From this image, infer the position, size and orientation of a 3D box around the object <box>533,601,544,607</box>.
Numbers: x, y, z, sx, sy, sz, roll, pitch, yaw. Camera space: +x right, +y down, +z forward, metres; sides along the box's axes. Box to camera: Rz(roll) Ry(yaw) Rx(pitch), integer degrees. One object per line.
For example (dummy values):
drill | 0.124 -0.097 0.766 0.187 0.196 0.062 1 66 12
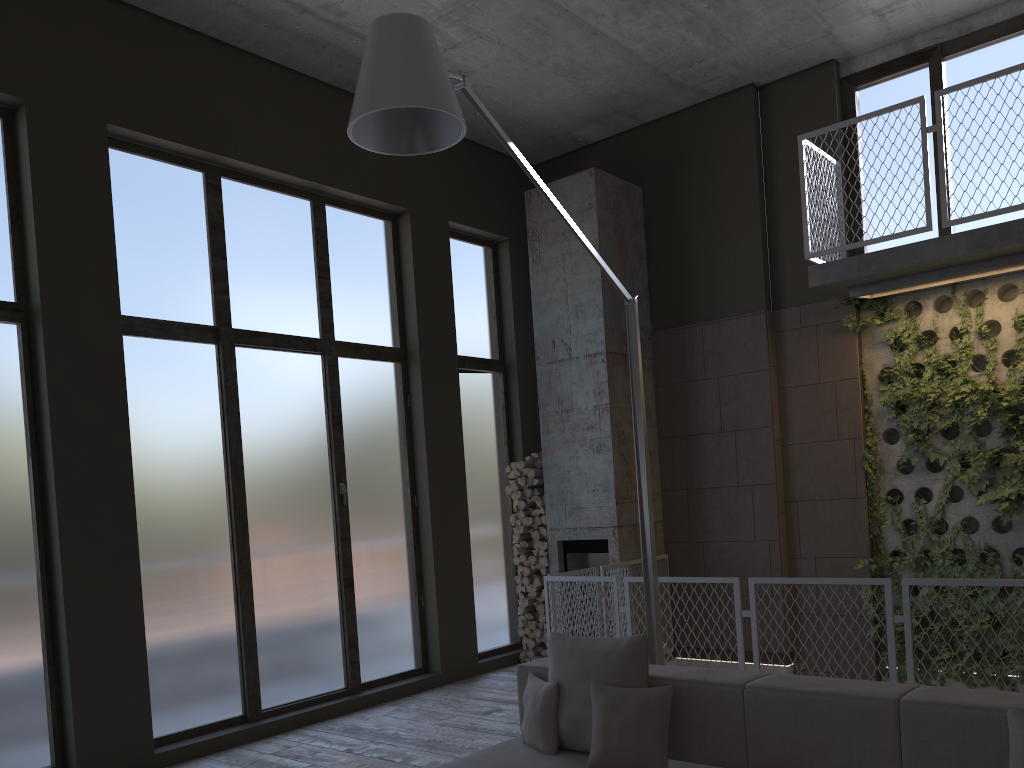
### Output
object | 0.348 2.161 8.712 0.065 0.074 0.359 -6 -7 41

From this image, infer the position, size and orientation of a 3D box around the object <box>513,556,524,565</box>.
object | 0.185 1.762 8.847 0.092 0.092 0.437 -7 -7 40

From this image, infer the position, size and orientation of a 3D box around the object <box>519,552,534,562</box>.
object | 0.253 1.721 8.794 0.091 0.089 0.455 -7 -7 40

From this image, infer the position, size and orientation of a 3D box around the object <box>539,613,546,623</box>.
object | 0.436 2.285 8.671 0.093 0.093 0.437 -6 -7 40

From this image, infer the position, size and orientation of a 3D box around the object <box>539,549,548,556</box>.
object | 0.423 1.642 8.625 0.068 0.067 0.422 -7 -7 40

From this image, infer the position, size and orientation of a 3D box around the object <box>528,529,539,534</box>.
object | 0.299 1.447 8.697 0.065 0.074 0.359 -6 -7 41

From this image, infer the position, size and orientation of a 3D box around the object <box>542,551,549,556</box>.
object | 0.392 1.635 8.511 0.063 0.048 0.250 -7 -8 38

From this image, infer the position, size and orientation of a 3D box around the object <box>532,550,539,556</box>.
object | 0.361 1.655 8.678 0.068 0.067 0.422 -7 -7 40

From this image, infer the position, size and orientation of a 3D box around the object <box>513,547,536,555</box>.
object | 0.177 1.646 8.716 0.072 0.072 0.422 -6 -7 40

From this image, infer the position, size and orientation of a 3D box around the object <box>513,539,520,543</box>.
object | 0.168 1.554 8.844 0.067 0.071 0.423 -6 -7 40

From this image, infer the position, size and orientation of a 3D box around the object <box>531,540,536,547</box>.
object | 0.344 1.568 8.726 0.102 0.086 0.362 -7 -7 40

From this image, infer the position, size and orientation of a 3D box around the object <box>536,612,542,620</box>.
object | 0.392 2.282 8.741 0.102 0.086 0.362 -7 -7 40

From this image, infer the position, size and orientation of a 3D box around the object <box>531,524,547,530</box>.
object | 0.327 1.398 8.638 0.089 0.056 0.332 -8 -8 40

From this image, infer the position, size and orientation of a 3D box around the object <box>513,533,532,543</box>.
object | 0.193 1.525 8.783 0.091 0.089 0.455 -7 -7 41

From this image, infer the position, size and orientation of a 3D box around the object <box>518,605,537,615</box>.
object | 0.242 2.239 8.797 0.091 0.089 0.455 -7 -7 41

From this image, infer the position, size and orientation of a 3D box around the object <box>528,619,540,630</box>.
object | 0.349 2.370 8.739 0.094 0.083 0.479 -7 -7 40

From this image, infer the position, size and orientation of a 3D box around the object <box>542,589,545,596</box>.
object | 0.482 2.022 8.603 0.094 0.083 0.479 -7 -7 40

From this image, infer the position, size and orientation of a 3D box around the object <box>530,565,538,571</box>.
object | 0.316 1.801 8.711 0.065 0.074 0.359 -6 -7 38

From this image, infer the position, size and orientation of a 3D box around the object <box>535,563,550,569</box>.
object | 0.390 1.774 8.642 0.123 0.067 0.363 -8 -8 40

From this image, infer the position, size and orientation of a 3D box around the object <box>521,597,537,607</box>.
object | 0.273 2.149 8.730 0.094 0.083 0.479 -7 -7 39

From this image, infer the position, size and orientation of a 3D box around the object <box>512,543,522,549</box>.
object | 0.162 1.619 8.818 0.123 0.067 0.363 -8 -8 38

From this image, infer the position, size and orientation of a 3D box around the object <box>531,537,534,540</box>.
object | 0.318 1.520 8.789 0.104 0.102 0.291 -7 -7 40

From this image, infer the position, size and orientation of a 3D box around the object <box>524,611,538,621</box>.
object | 0.309 2.307 8.799 0.115 0.079 0.435 -8 -8 40

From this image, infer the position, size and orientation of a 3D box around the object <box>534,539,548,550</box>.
object | 0.388 1.571 8.657 0.093 0.093 0.437 -6 -7 40

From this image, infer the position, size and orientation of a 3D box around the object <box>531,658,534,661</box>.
object | 0.346 2.738 8.772 0.067 0.067 0.422 -6 -7 39

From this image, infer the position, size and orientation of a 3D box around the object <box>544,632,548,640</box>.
object | 0.440 2.425 8.533 0.101 0.102 0.292 -6 -7 38

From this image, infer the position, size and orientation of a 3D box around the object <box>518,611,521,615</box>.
object | 0.216 2.268 8.859 0.067 0.071 0.423 -6 -7 40

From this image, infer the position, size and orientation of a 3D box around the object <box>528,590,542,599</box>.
object | 0.334 2.068 8.704 0.115 0.079 0.435 -8 -8 38

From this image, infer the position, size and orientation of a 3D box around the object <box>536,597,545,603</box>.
object | 0.375 2.112 8.652 0.089 0.056 0.332 -8 -8 40

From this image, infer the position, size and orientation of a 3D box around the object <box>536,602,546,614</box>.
object | 0.364 2.185 8.627 0.099 0.106 0.294 -6 -6 39

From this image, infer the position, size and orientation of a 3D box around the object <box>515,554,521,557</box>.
object | 0.186 1.691 8.819 0.067 0.085 0.424 -6 -7 42

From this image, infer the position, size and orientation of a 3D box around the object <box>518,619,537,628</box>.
object | 0.225 2.360 8.730 0.072 0.072 0.422 -6 -7 40

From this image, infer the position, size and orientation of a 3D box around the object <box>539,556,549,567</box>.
object | 0.392 1.711 8.518 0.101 0.102 0.292 -6 -7 38

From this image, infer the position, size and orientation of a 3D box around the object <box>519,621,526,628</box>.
object | 0.234 2.405 8.834 0.067 0.085 0.424 -6 -7 42

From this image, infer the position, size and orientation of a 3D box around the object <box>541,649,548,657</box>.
object | 0.464 2.637 8.696 0.115 0.079 0.435 -8 -8 38

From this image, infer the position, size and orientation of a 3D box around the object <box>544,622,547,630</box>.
object | 0.471 2.357 8.640 0.068 0.067 0.422 -7 -7 40

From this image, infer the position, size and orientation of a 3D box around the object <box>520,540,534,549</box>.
object | 0.260 1.593 8.784 0.115 0.079 0.435 -8 -8 40

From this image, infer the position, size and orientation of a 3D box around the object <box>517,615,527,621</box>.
object | 0.211 2.334 8.833 0.123 0.067 0.363 -8 -8 38

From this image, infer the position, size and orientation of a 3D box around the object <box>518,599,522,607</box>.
object | 0.217 2.169 8.781 0.067 0.067 0.422 -6 -7 39

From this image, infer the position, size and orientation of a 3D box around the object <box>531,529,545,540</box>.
object | 0.316 1.471 8.612 0.099 0.106 0.294 -6 -6 39

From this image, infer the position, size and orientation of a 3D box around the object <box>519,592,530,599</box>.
object | 0.211 2.146 8.880 0.070 0.117 0.364 -5 -6 39

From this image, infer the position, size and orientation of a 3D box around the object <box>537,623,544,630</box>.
object | 0.409 2.370 8.692 0.068 0.067 0.422 -7 -7 40

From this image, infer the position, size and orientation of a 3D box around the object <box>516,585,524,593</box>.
object | 0.207 2.043 8.862 0.080 0.107 0.436 -5 -6 39

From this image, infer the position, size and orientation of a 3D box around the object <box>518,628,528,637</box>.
object | 0.233 2.476 8.862 0.092 0.092 0.437 -7 -7 40

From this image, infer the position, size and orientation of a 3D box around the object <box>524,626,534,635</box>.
object | 0.301 2.436 8.809 0.091 0.089 0.455 -7 -7 40
